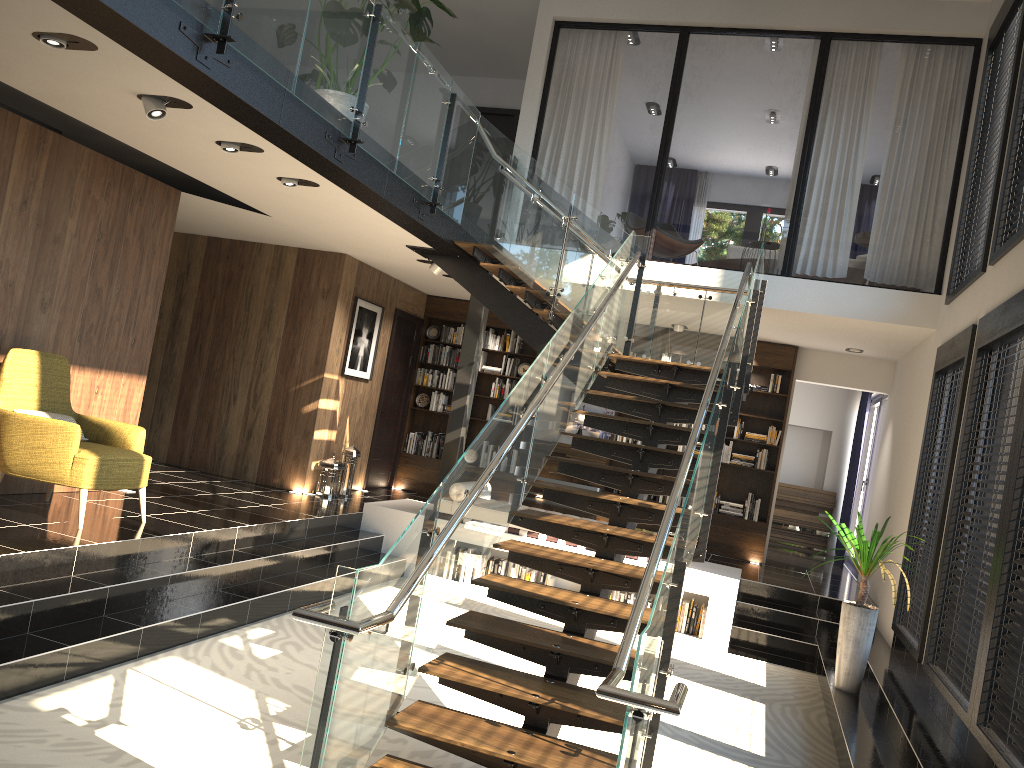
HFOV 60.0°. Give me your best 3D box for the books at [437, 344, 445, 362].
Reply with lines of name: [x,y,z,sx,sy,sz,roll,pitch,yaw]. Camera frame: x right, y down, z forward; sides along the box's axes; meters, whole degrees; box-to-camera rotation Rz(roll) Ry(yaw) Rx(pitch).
books: [-0.982,-0.402,12.201,0.015,0.287,0.154,10,-2,17]

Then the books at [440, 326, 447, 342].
books: [-0.919,-0.674,12.180,0.024,0.216,0.210,10,-2,17]

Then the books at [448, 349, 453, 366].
books: [-0.820,-0.351,12.162,0.028,0.240,0.148,10,-2,17]

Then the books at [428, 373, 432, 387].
books: [-1.102,-0.049,12.203,0.035,0.180,0.165,10,-2,17]

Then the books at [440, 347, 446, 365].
books: [-0.925,-0.376,12.188,0.032,0.255,0.160,10,-2,17]

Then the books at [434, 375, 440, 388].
books: [-1.014,-0.027,12.183,0.026,0.167,0.173,10,-2,17]

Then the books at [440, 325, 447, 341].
books: [-0.926,-0.682,12.221,0.017,0.234,0.200,10,-2,17]

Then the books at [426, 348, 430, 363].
books: [-1.126,-0.384,12.230,0.025,0.204,0.192,10,-2,17]

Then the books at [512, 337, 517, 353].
books: [0.055,-0.512,11.961,0.037,0.218,0.144,10,-2,17]

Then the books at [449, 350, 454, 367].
books: [-0.804,-0.344,12.144,0.014,0.230,0.172,10,-2,17]

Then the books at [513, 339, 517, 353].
books: [0.075,-0.493,11.927,0.027,0.186,0.220,10,-2,17]

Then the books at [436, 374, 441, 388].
books: [-0.970,-0.045,12.180,0.053,0.216,0.151,10,-2,16]

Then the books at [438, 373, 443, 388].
books: [-0.948,-0.037,12.137,0.016,0.205,0.205,10,-2,17]

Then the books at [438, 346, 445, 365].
books: [-0.956,-0.387,12.170,0.019,0.264,0.175,10,-2,17]

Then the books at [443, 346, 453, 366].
books: [-0.876,-0.378,12.155,0.033,0.273,0.189,10,-2,17]

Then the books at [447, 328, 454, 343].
books: [-0.827,-0.658,12.187,0.059,0.216,0.159,10,-2,16]

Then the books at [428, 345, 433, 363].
books: [-1.094,-0.404,12.221,0.035,0.255,0.183,10,-2,17]

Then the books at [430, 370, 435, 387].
books: [-1.060,-0.069,12.208,0.036,0.235,0.170,10,-2,17]

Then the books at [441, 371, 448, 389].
books: [-0.920,-0.050,12.158,0.020,0.243,0.154,10,-2,17]

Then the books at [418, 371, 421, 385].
books: [-1.243,-0.077,12.262,0.045,0.192,0.164,10,-2,17]

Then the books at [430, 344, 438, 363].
books: [-1.067,-0.406,12.210,0.022,0.267,0.198,10,-2,17]

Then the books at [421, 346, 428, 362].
books: [-1.207,-0.410,12.261,0.023,0.231,0.143,10,-2,17]

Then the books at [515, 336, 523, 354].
books: [0.094,-0.530,11.900,0.013,0.262,0.217,10,-2,17]

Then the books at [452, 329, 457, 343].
books: [-0.769,-0.640,12.193,0.025,0.203,0.156,10,-2,17]

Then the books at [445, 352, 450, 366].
books: [-0.859,-0.332,12.135,0.025,0.188,0.181,10,-2,17]

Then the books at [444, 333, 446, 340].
books: [-0.888,-0.649,12.217,0.020,0.180,0.153,10,-2,16]

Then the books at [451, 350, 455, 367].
books: [-0.784,-0.346,12.144,0.024,0.242,0.144,10,-2,17]

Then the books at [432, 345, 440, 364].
books: [-1.044,-0.399,12.208,0.027,0.260,0.181,10,-2,17]

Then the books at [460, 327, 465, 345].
books: [-0.647,-0.643,12.122,0.020,0.245,0.228,10,-2,17]

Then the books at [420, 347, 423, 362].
books: [-1.225,-0.405,12.285,0.023,0.215,0.148,10,-2,17]

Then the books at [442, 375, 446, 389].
books: [-0.907,-0.023,12.140,0.025,0.193,0.172,10,-2,17]

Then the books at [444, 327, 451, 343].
books: [-0.868,-0.668,12.192,0.026,0.222,0.202,10,-2,17]

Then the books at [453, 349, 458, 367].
books: [-0.757,-0.352,12.142,0.025,0.263,0.147,10,-2,17]

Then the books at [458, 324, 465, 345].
books: [-0.666,-0.664,12.104,0.012,0.278,0.228,10,-2,17]

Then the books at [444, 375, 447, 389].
books: [-0.873,-0.027,12.156,0.027,0.214,0.159,10,-2,17]

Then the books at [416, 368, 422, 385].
books: [-1.274,-0.098,12.279,0.030,0.224,0.166,10,-2,17]

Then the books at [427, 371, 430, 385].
books: [-1.133,-0.066,12.250,0.018,0.208,0.126,10,-2,16]

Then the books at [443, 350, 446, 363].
books: [-0.903,-0.355,12.177,0.024,0.220,0.124,10,-2,17]

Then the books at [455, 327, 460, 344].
books: [-0.715,-0.647,12.130,0.039,0.230,0.205,10,-2,17]

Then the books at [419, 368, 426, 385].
books: [-1.216,-0.095,12.225,0.022,0.235,0.194,10,-2,17]

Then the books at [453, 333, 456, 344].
books: [-0.752,-0.615,12.157,0.035,0.156,0.186,10,-2,17]

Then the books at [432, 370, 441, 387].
books: [-1.036,-0.067,12.180,0.026,0.237,0.164,10,-2,17]

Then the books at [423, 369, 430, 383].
books: [-1.184,-0.087,12.265,0.018,0.232,0.123,10,-2,17]

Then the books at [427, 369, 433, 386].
books: [-1.115,-0.078,12.239,0.019,0.236,0.139,10,-2,16]

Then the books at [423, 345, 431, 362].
books: [-1.158,-0.413,12.268,0.066,0.254,0.127,10,-2,16]

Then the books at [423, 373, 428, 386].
books: [-1.169,-0.053,12.238,0.037,0.169,0.149,10,-2,17]

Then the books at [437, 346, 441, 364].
books: [-0.969,-0.384,12.193,0.018,0.256,0.172,10,-2,17]

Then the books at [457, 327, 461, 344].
books: [-0.687,-0.648,12.110,0.025,0.239,0.220,10,-2,17]

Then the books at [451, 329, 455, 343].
books: [-0.791,-0.649,12.182,0.014,0.212,0.184,10,-2,17]

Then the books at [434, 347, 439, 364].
books: [-1.019,-0.387,12.179,0.039,0.243,0.180,10,-2,16]

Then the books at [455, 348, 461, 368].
books: [-0.729,-0.349,12.134,0.035,0.266,0.133,10,-2,17]
